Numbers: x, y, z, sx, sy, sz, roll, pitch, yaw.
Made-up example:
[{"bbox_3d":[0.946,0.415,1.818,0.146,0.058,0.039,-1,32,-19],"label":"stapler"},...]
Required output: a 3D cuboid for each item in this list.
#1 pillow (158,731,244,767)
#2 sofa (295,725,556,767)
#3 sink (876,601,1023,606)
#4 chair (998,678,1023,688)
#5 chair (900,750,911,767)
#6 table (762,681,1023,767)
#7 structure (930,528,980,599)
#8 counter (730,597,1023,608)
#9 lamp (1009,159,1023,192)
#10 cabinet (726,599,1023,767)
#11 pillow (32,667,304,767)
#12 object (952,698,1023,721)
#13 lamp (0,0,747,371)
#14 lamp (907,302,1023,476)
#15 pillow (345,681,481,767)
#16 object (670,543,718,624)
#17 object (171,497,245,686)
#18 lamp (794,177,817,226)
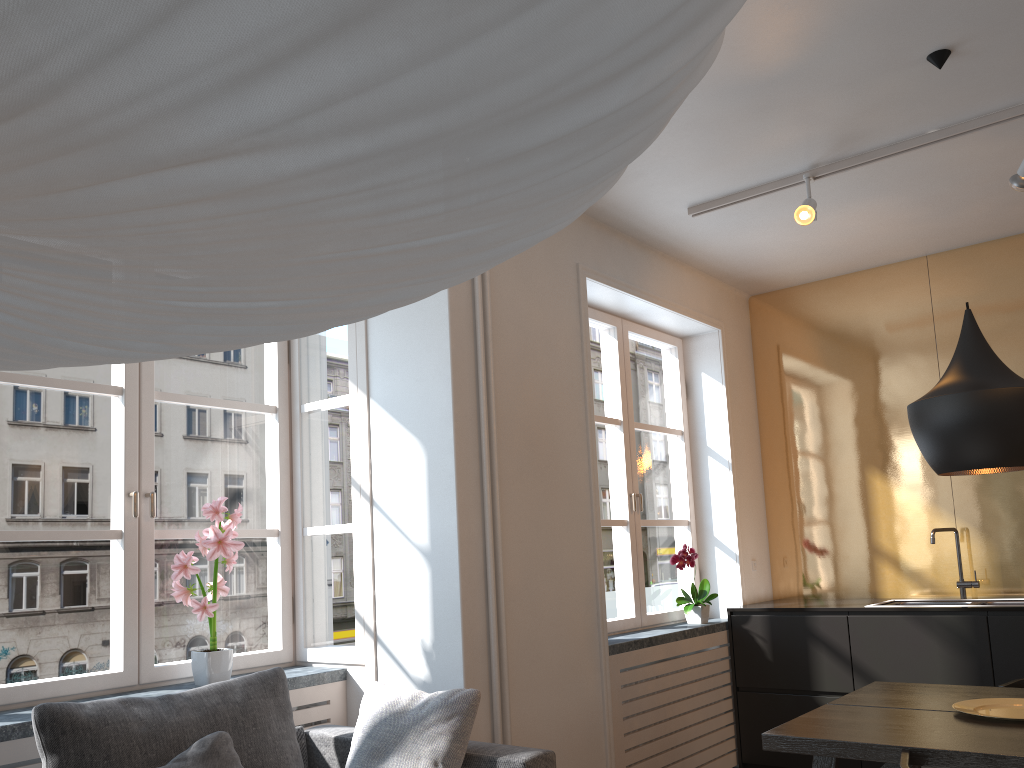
[{"bbox_3d":[-0.849,1.144,2.387,0.445,0.318,0.496,-6,-11,19],"label":"pillow"},{"bbox_3d":[-0.809,1.203,1.395,2.052,0.665,3.084,-11,-14,37],"label":"sofa"},{"bbox_3d":[3.246,0.860,3.609,3.434,0.241,0.484,-11,-13,36],"label":"sink"},{"bbox_3d":[2.024,1.394,3.066,0.596,0.664,0.522,-9,-10,34],"label":"chair"},{"bbox_3d":[1.218,1.240,2.087,0.596,0.664,0.522,-9,-11,36],"label":"chair"},{"bbox_3d":[2.050,1.210,2.167,2.516,0.672,1.112,-11,-13,37],"label":"table"},{"bbox_3d":[2.291,0.934,4.565,0.266,0.381,0.110,3,-10,-36],"label":"structure"},{"bbox_3d":[3.376,0.866,3.558,5.091,0.002,0.736,-11,-14,38],"label":"counter"},{"bbox_3d":[1.963,-0.869,3.309,0.085,0.236,0.254,-1,-9,-11],"label":"lamp"},{"bbox_3d":[3.398,1.307,3.503,5.094,0.891,0.736,-11,-12,38],"label":"cabinet"},{"bbox_3d":[-0.965,1.140,2.636,0.277,0.472,0.841,-9,-12,38],"label":"pillow"},{"bbox_3d":[1.522,0.982,2.658,0.358,0.016,0.357,-12,-15,40],"label":"object"},{"bbox_3d":[-0.555,-0.189,0.602,1.470,0.208,1.487,0,-11,-15],"label":"lamp"},{"bbox_3d":[1.460,0.006,2.779,0.411,0.535,0.415,0,-9,-18],"label":"lamp"},{"bbox_3d":[-0.352,1.134,2.669,0.497,0.410,0.288,-10,-11,37],"label":"pillow"},{"bbox_3d":[0.983,1.072,4.744,0.230,0.432,0.410,-5,-9,14],"label":"object"},{"bbox_3d":[-1.124,0.764,3.281,0.298,0.684,0.202,-5,-8,17],"label":"object"},{"bbox_3d":[1.230,-0.755,3.703,0.085,0.237,0.252,-6,-10,25],"label":"lamp"}]
